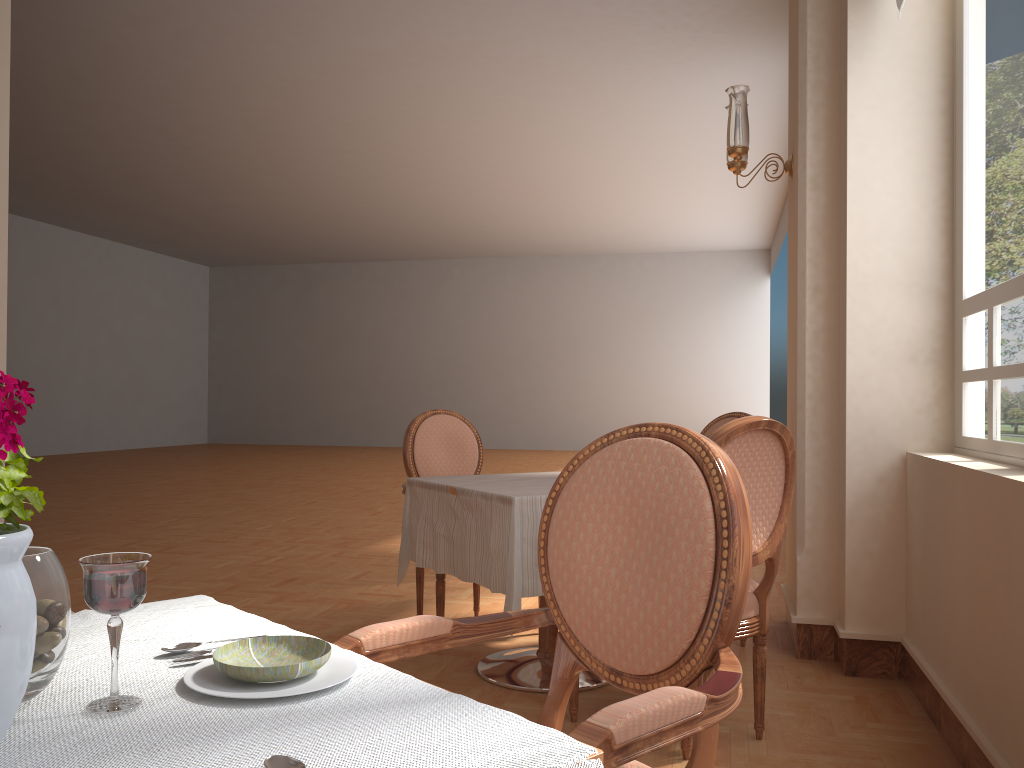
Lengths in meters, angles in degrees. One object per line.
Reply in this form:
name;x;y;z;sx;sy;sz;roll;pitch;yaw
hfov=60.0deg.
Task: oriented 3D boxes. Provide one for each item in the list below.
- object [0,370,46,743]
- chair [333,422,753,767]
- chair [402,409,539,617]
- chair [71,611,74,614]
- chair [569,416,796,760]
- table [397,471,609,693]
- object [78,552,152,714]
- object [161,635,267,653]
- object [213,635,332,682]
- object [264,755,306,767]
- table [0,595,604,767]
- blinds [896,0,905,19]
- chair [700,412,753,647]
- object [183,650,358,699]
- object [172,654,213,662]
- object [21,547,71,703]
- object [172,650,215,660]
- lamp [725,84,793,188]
object;-0.442;0.138;0.695;0.124;0.302;0.143;0;-1;12
chair;0.038;0.521;1.230;0.593;0.931;0.521;1;-1;-43
chair;-0.200;0.575;3.783;0.521;0.931;0.593;1;-1;-32
chair;-0.908;0.515;1.256;0.521;0.931;0.593;1;-1;-43
chair;0.519;0.554;2.604;0.521;0.931;0.593;1;-1;-32
table;0.133;0.691;3.195;0.831;0.677;0.829;1;-1;-32
object;-0.363;0.226;0.810;0.062;0.135;0.062;0;-1;45
object;-0.337;0.295;1.012;0.125;0.006;0.027;1;-2;-41
object;-0.243;0.283;0.902;0.117;0.024;0.117;1;-1;-8
object;-0.145;0.288;0.635;0.027;0.006;0.125;1;-2;-41
table;-0.472;0.632;0.748;0.837;0.680;0.829;1;-1;-43
blinds;1.243;-1.931;2.673;0.072;1.376;0.843;0;-1;14
chair;0.722;0.577;3.572;0.593;0.931;0.521;1;-1;-32
object;-0.243;0.293;0.903;0.171;0.005;0.171;-1;-2;44
object;-0.308;0.295;0.976;0.127;0.004;0.013;1;-2;-39
object;-0.459;0.224;0.819;0.093;0.138;0.093;0;-1;41
object;-0.319;0.297;0.994;0.125;0.002;0.016;1;-2;-40
lamp;1.031;-1.026;3.712;0.274;0.362;0.320;0;-1;13
